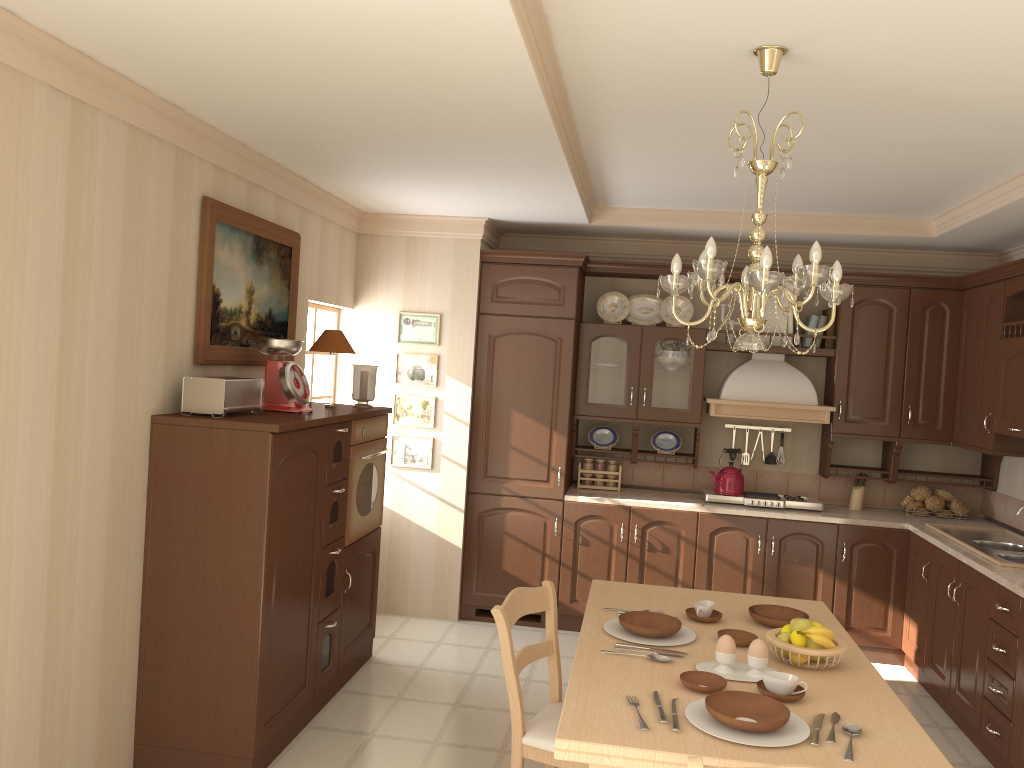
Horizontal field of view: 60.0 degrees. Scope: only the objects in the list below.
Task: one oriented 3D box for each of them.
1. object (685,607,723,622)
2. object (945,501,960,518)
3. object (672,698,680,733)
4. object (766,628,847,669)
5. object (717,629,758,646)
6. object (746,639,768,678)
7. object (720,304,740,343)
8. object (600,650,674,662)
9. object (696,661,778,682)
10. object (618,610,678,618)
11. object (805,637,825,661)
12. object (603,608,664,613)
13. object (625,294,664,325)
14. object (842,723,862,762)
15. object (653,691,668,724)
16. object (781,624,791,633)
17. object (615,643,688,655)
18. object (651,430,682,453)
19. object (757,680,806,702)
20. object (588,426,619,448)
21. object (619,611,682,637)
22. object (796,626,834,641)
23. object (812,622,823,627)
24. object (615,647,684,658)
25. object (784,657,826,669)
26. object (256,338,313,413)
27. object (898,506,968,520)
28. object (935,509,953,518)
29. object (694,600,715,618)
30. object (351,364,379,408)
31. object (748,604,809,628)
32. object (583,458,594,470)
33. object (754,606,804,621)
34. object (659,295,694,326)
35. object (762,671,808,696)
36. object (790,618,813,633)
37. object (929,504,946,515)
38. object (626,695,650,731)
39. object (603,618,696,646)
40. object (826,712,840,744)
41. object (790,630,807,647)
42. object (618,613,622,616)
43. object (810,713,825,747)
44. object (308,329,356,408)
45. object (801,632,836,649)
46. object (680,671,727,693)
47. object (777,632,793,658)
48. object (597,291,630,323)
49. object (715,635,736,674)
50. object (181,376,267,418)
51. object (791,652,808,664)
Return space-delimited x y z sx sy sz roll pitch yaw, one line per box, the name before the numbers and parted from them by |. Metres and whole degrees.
object | 0.668 0.808 3.088 0.126 0.026 0.127 5 2 35
object | 2.742 0.779 5.518 0.091 0.100 0.125 4 1 4
object | 0.409 0.824 2.215 0.022 0.008 0.218 4 1 11
object | 0.892 0.808 2.695 0.235 0.068 0.235 3 2 -34
object | 0.723 0.818 2.845 0.126 0.026 0.127 3 2 -27
object | 0.706 0.784 2.547 0.058 0.104 0.058 3 1 -13
object | 1.399 -0.383 5.702 0.163 0.248 0.174 3 2 -29
object | 0.371 0.809 2.643 0.219 0.011 0.047 4 1 17
object | 0.654 0.830 2.556 0.245 0.005 0.157 4 1 5
object | 0.477 0.806 3.098 0.212 0.008 0.018 4 1 8
object | 0.908 0.799 2.672 0.077 0.065 0.076 3 1 -15
object | 0.432 0.804 3.146 0.218 0.004 0.028 4 1 -2
object | 0.870 -0.488 5.805 0.342 0.209 0.073 4 1 9
object | 0.805 0.849 2.110 0.047 0.011 0.219 4 2 24
object | 0.375 0.820 2.259 0.018 0.008 0.212 4 1 3
object | 0.859 0.770 2.751 0.045 0.047 0.055 5 2 40
object | 0.428 0.812 2.721 0.221 0.008 0.023 4 1 13
object | 1.009 0.376 5.799 0.202 0.143 0.071 4 1 6
object | 0.723 0.829 2.387 0.126 0.026 0.127 4 1 -1
object | 0.604 0.349 5.860 0.202 0.143 0.071 4 1 6
object | 0.449 0.790 2.891 0.204 0.042 0.204 4 1 8
object | 0.924 0.759 2.656 0.184 0.085 0.066 2 2 -44
object | 0.932 0.756 2.731 0.047 0.046 0.054 2 2 -40
object | 0.418 0.814 2.687 0.216 0.004 0.022 4 1 14
object | 0.890 0.840 2.696 0.128 0.011 0.128 2 2 -41
object | -1.027 -0.040 3.970 0.263 0.317 0.218 4 1 12
object | 2.615 0.795 5.517 0.364 0.060 0.199 4 1 8
object | 2.673 0.800 5.484 0.103 0.060 0.105 4 1 3
object | 0.665 0.792 3.082 0.063 0.055 0.119 5 2 37
object | -0.776 0.010 4.644 0.144 0.220 0.144 3 1 -9
object | 0.928 0.817 3.091 0.204 0.042 0.204 2 2 -43
object | 0.501 0.527 5.829 0.068 0.088 0.068 4 2 24
object | 0.929 0.813 3.089 0.168 0.034 0.168 4 1 19
object | 1.062 -0.477 5.720 0.220 0.210 0.068 4 1 6
object | 0.731 0.813 2.384 0.119 0.055 0.063 4 2 22
object | 0.884 0.746 2.709 0.068 0.061 0.069 4 2 25
object | 2.652 0.774 5.541 0.114 0.094 0.098 3 1 -12
object | 0.314 0.819 2.215 0.028 0.004 0.218 4 1 -2
object | 0.448 0.808 2.890 0.299 0.009 0.299 4 1 7
object | 0.798 0.850 2.198 0.022 0.004 0.216 4 2 24
object | 0.857 0.764 2.653 0.045 0.053 0.051 3 1 -3
object | 0.474 0.807 3.060 0.218 0.008 0.022 4 1 11
object | 0.749 0.845 2.178 0.023 0.008 0.221 4 2 23
object | -0.906 -0.077 4.446 0.237 0.388 0.235 4 2 20
object | 0.925 0.778 2.637 0.176 0.094 0.064 2 2 -45
object | 0.521 0.816 2.416 0.126 0.026 0.127 4 1 -1
object | 0.838 0.793 2.698 0.074 0.076 0.072 3 1 -17
object | 0.661 -0.503 5.778 0.220 0.210 0.068 4 1 6
object | 0.619 0.778 2.569 0.058 0.104 0.058 3 1 -13
object | -1.152 0.048 3.583 0.192 0.150 0.360 4 1 8
object | 0.855 0.811 2.642 0.055 0.046 0.046 5 2 41
